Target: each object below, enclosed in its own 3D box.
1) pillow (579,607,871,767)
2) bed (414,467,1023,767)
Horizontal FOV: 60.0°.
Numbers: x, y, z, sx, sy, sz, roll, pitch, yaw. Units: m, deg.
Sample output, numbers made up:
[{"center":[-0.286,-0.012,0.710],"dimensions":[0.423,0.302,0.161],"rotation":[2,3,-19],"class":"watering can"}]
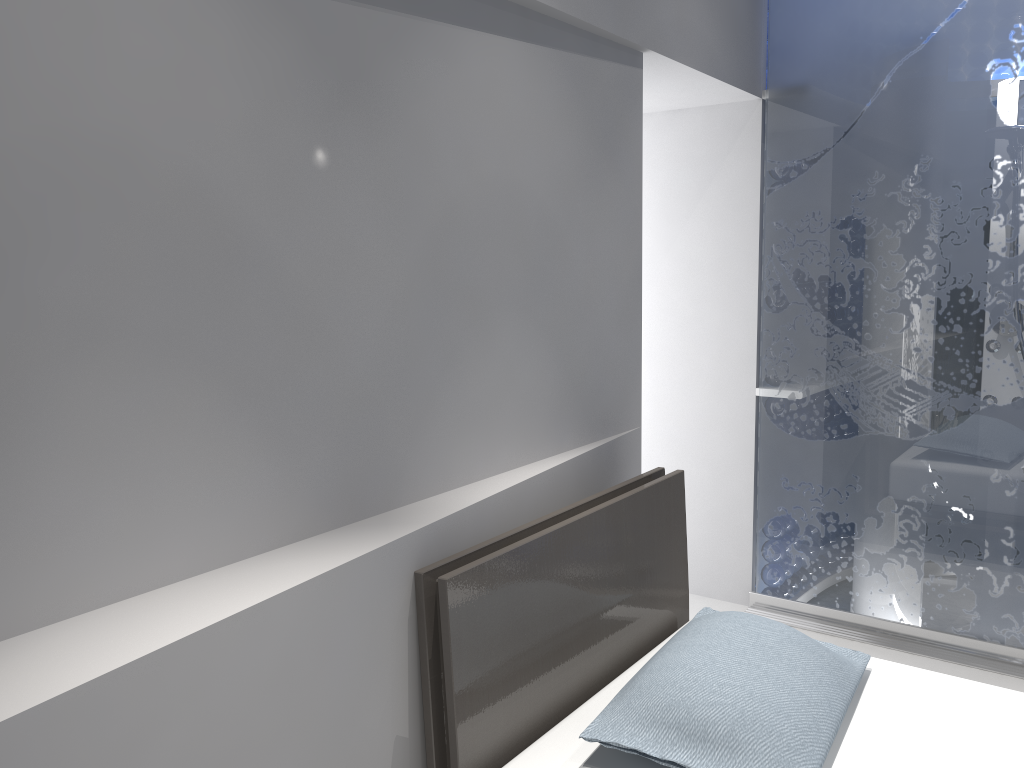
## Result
[{"center":[0.496,0.638,1.917],"dimensions":[0.417,0.173,0.746],"rotation":[4,9,31],"class":"pillow"},{"center":[1.040,0.748,1.455],"dimensions":[2.319,0.752,1.411],"rotation":[5,10,36],"class":"bed"}]
